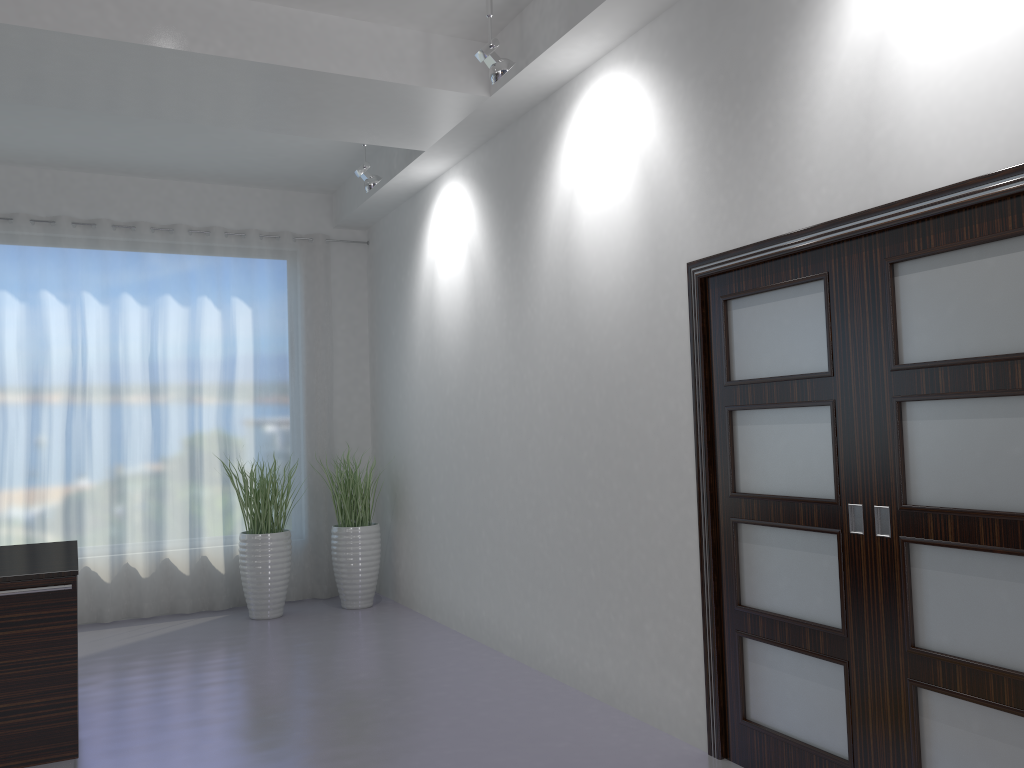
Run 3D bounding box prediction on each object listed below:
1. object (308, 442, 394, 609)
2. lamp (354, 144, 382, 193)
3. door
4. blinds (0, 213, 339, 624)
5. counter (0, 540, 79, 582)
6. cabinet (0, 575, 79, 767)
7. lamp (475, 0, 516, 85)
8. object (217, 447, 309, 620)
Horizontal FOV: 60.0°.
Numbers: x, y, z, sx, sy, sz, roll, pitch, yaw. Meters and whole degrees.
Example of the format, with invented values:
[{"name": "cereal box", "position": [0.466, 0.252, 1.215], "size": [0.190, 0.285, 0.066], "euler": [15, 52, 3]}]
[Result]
[{"name": "object", "position": [-1.324, 1.121, 7.125], "size": [0.656, 1.334, 0.713], "euler": [1, -4, -42]}, {"name": "lamp", "position": [-0.965, -1.535, 5.951], "size": [0.185, 0.511, 0.150], "euler": [0, -3, -26]}, {"name": "door", "position": [1.265, 0.455, 3.000], "size": [0.220, 2.061, 1.764], "euler": [0, -3, -26]}, {"name": "blinds", "position": [-2.789, 0.267, 7.026], "size": [2.830, 3.112, 0.120], "euler": [0, -3, -26]}, {"name": "counter", "position": [-3.545, 1.022, 3.504], "size": [3.291, 1.300, 1.302], "euler": [0, -3, -26]}, {"name": "cabinet", "position": [-3.535, 1.245, 3.482], "size": [3.285, 0.852, 1.377], "euler": [0, -3, -26]}, {"name": "lamp", "position": [-0.080, -1.658, 4.161], "size": [0.185, 0.511, 0.150], "euler": [0, -3, -26]}, {"name": "object", "position": [-1.902, 1.124, 6.803], "size": [0.713, 1.334, 0.656], "euler": [0, -3, -26]}]
